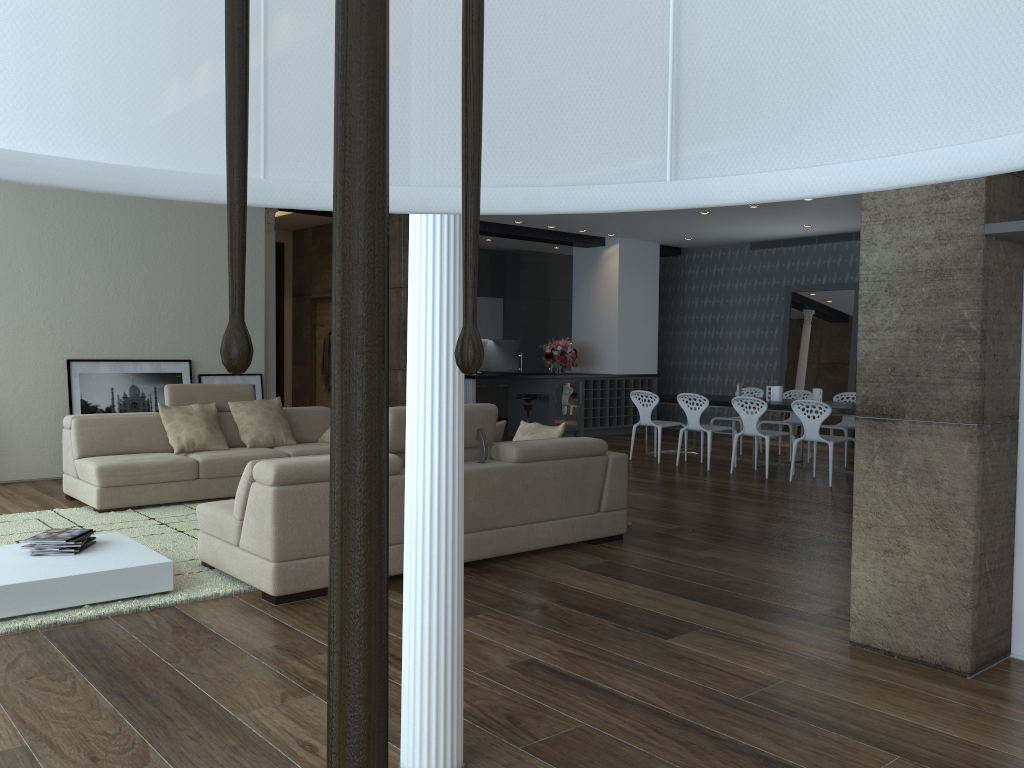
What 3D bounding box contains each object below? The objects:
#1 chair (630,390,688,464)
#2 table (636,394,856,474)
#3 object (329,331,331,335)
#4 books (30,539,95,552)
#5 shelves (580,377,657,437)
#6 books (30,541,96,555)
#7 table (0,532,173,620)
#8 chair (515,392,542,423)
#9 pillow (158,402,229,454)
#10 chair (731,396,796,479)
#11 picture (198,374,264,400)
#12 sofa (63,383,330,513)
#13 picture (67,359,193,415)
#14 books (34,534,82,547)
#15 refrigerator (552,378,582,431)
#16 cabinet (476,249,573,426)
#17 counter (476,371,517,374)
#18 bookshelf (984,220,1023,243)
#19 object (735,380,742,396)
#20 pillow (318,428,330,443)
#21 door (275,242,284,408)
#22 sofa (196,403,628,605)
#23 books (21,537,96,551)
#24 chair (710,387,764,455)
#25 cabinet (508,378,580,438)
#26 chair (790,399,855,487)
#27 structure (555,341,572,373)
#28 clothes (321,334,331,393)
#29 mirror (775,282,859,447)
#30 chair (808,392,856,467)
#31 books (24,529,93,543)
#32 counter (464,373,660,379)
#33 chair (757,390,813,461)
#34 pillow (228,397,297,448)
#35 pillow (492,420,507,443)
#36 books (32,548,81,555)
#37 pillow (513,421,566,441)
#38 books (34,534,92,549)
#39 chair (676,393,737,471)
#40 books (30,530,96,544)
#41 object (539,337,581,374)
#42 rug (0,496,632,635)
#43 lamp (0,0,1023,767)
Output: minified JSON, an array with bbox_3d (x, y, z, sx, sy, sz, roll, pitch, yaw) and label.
[{"bbox_3d":[1.694,0.487,10.437,0.581,0.835,0.495,-1,3,-40],"label":"chair"},{"bbox_3d":[3.087,0.566,10.190,1.200,0.733,3.400,-1,3,-40],"label":"table"},{"bbox_3d":[-2.493,-0.716,12.300,0.010,0.219,0.430,-1,3,-40],"label":"object"},{"bbox_3d":[-2.382,0.853,4.718,0.220,0.010,0.300,1,2,-5],"label":"books"},{"bbox_3d":[1.367,0.325,13.895,1.700,0.897,0.900,-1,3,-40],"label":"shelves"},{"bbox_3d":[-2.382,0.872,4.718,0.220,0.010,0.300,1,2,-5],"label":"books"},{"bbox_3d":[-2.347,0.969,4.538,0.900,0.170,0.900,-1,3,-40],"label":"table"},{"bbox_3d":[1.753,0.729,9.242,16.134,0.952,21.556,-1,3,-40],"label":"chair"},{"bbox_3d":[-2.703,0.365,7.536,0.519,0.416,0.368,-1,3,-45],"label":"pillow"},{"bbox_3d":[2.615,0.540,9.333,0.581,0.835,0.495,-1,3,-40],"label":"chair"},{"bbox_3d":[-2.958,0.389,9.439,0.700,0.988,0.195,-1,3,-40],"label":"picture"},{"bbox_3d":[-2.422,0.478,7.779,2.581,0.950,1.021,-1,3,-40],"label":"sofa"},{"bbox_3d":[-3.727,0.330,8.765,1.183,1.140,0.225,-1,3,-40],"label":"picture"},{"bbox_3d":[-2.406,0.824,4.714,0.220,0.010,0.300,0,2,-25],"label":"books"},{"bbox_3d":[0.777,0.297,12.825,0.578,0.774,0.075,-1,3,-36],"label":"refrigerator"},{"bbox_3d":[-0.036,-0.800,15.457,7.409,2.980,0.827,-1,3,-40],"label":"cabinet"},{"bbox_3d":[-1.504,-0.072,14.257,3.597,0.223,0.807,-1,3,-40],"label":"counter"},{"bbox_3d":[3.538,-0.966,1.718,0.400,0.942,4.804,-1,3,-40],"label":"bookshelf"},{"bbox_3d":[2.686,0.064,10.551,0.076,0.233,0.161,2,2,31],"label":"object"},{"bbox_3d":[-1.502,0.365,8.261,0.395,0.393,0.518,-1,3,-44],"label":"pillow"},{"bbox_3d":[-3.815,-0.656,12.777,1.037,2.814,0.246,-1,3,-40],"label":"door"},{"bbox_3d":[-0.515,0.585,5.535,2.581,0.950,1.021,-1,3,-40],"label":"sofa"},{"bbox_3d":[-2.407,0.843,4.715,0.220,0.010,0.300,1,2,10],"label":"books"},{"bbox_3d":[2.935,0.466,11.455,0.581,0.835,0.495,-1,3,-40],"label":"chair"},{"bbox_3d":[0.475,0.341,13.137,0.642,0.897,0.900,-1,3,-40],"label":"cabinet"},{"bbox_3d":[3.080,0.565,8.816,0.581,0.835,0.495,-1,3,-40],"label":"chair"},{"bbox_3d":[0.829,-0.481,16.063,0.595,0.596,0.591,-1,3,-40],"label":"structure"},{"bbox_3d":[-2.515,-0.302,12.310,0.141,0.855,0.569,-1,3,-40],"label":"clothes"},{"bbox_3d":[4.389,-0.291,12.738,0.240,2.294,1.200,-1,3,-40],"label":"mirror"},{"bbox_3d":[3.844,0.517,10.385,0.581,0.835,0.495,-1,3,-40],"label":"chair"},{"bbox_3d":[-2.406,0.804,4.713,0.220,0.010,0.300,1,2,0],"label":"books"},{"bbox_3d":[0.611,-0.129,13.231,3.700,0.040,1.000,-1,3,-40],"label":"counter"},{"bbox_3d":[3.389,0.491,10.920,0.581,0.835,0.495,-1,3,-40],"label":"chair"},{"bbox_3d":[-2.235,0.345,7.949,0.534,0.439,0.301,-1,3,-44],"label":"pillow"},{"bbox_3d":[-0.311,0.453,5.685,0.534,0.439,0.301,-1,3,-37],"label":"pillow"},{"bbox_3d":[-2.407,0.862,4.716,0.220,0.010,0.300,0,2,-20],"label":"books"},{"bbox_3d":[0.115,0.455,6.359,0.395,0.393,0.518,-1,3,-37],"label":"pillow"},{"bbox_3d":[-2.381,0.833,4.717,0.220,0.010,0.300,0,2,-15],"label":"books"},{"bbox_3d":[2.144,0.513,9.900,0.581,0.835,0.495,-1,3,-40],"label":"chair"},{"bbox_3d":[-2.381,0.814,4.716,0.220,0.010,0.300,1,2,-5],"label":"books"},{"bbox_3d":[0.726,-0.420,13.184,0.544,0.552,0.570,-1,3,-34],"label":"object"},{"bbox_3d":[-1.699,1.008,6.274,4.231,0.020,2.972,-1,3,-40],"label":"rug"},{"bbox_3d":[-0.049,0.392,0.274,0.698,1.728,0.698,0,2,-17],"label":"lamp"}]
